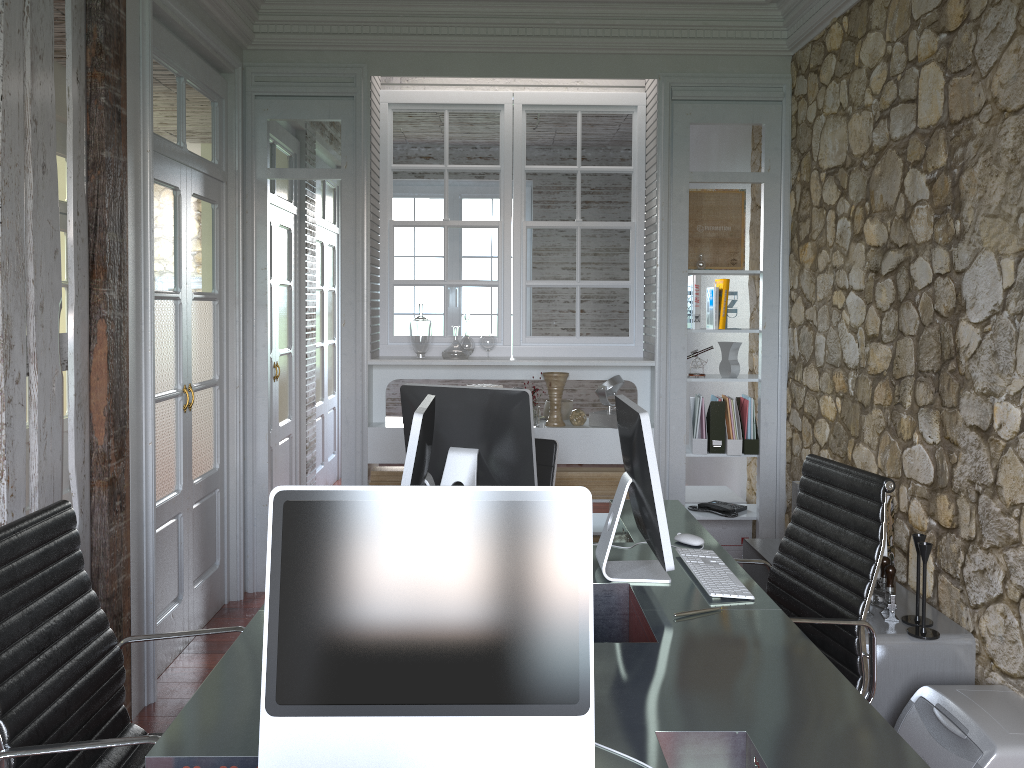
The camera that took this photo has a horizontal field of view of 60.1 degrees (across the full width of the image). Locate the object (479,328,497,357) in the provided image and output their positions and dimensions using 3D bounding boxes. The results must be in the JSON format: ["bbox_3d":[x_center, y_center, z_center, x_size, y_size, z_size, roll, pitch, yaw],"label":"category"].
[{"bbox_3d":[-0.131,-0.213,4.835,0.094,0.187,0.094,-1,3,-27],"label":"object"}]

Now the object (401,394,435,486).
[{"bbox_3d":[-0.251,0.293,2.474,0.189,0.484,0.485,0,3,-1],"label":"object"}]

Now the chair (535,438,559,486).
[{"bbox_3d":[-0.126,0.707,3.645,0.475,0.917,0.602,2,3,29],"label":"chair"}]

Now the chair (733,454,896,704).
[{"bbox_3d":[0.718,0.755,2.567,0.699,1.021,0.667,0,3,-6],"label":"chair"}]

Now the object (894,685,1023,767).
[{"bbox_3d":[1.290,1.086,2.455,0.362,0.386,0.401,0,4,-1],"label":"object"}]

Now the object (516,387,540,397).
[{"bbox_3d":[0.034,0.119,4.806,0.158,0.179,0.384,2,5,25],"label":"object"}]

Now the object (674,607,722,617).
[{"bbox_3d":[0.460,0.560,2.180,0.149,0.011,0.011,-2,4,-25],"label":"object"}]

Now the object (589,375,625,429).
[{"bbox_3d":[0.523,0.086,4.699,0.167,0.272,0.188,2,3,34],"label":"object"}]

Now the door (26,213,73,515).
[{"bbox_3d":[-2.973,-0.060,5.523,0.041,2.082,1.079,0,3,-1],"label":"door"}]

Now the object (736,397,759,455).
[{"bbox_3d":[1.261,0.221,4.751,0.078,0.277,0.239,0,3,3],"label":"object"}]

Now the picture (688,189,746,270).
[{"bbox_3d":[1.080,-0.820,4.714,0.326,0.434,0.009,0,2,-1],"label":"picture"}]

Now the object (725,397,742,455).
[{"bbox_3d":[1.173,0.222,4.734,0.078,0.277,0.239,1,3,5],"label":"object"}]

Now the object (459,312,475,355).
[{"bbox_3d":[-0.244,-0.252,4.786,0.088,0.271,0.088,0,2,-6],"label":"object"}]

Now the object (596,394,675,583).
[{"bbox_3d":[0.342,0.293,2.511,0.189,0.484,0.485,0,3,-1],"label":"object"}]

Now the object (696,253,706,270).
[{"bbox_3d":[0.989,-0.641,4.633,0.056,0.089,0.056,0,3,2],"label":"object"}]

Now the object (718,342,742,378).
[{"bbox_3d":[1.163,-0.129,4.730,0.063,0.188,0.126,-1,3,-29],"label":"object"}]

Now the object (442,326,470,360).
[{"bbox_3d":[-0.296,-0.206,4.667,0.148,0.200,0.148,-1,3,-19],"label":"object"}]

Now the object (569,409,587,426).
[{"bbox_3d":[0.349,0.176,4.699,0.093,0.087,0.091,3,4,35],"label":"object"}]

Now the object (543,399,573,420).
[{"bbox_3d":[0.259,0.122,4.940,0.159,0.152,0.217,-1,4,-16],"label":"object"}]

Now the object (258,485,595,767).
[{"bbox_3d":[-0.122,0.395,1.338,0.483,0.484,0.190,0,2,-1],"label":"object"}]

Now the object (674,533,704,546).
[{"bbox_3d":[0.564,0.493,2.824,0.059,0.028,0.106,-3,6,-40],"label":"object"}]

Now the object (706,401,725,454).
[{"bbox_3d":[1.089,0.219,4.769,0.078,0.277,0.246,0,3,4],"label":"object"}]

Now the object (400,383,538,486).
[{"bbox_3d":[-0.159,0.249,2.977,0.484,0.484,0.190,2,3,24],"label":"object"}]

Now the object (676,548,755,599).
[{"bbox_3d":[0.563,0.529,2.497,0.118,0.017,0.440,0,5,-1],"label":"object"}]

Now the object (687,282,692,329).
[{"bbox_3d":[0.916,-0.422,4.769,0.078,0.249,0.115,0,2,-1],"label":"object"}]

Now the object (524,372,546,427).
[{"bbox_3d":[0.119,0.080,4.637,0.128,0.287,0.129,-1,3,-34],"label":"object"}]

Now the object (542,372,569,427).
[{"bbox_3d":[0.230,0.081,4.688,0.143,0.278,0.144,1,3,13],"label":"object"}]

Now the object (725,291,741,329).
[{"bbox_3d":[1.184,-0.421,4.775,0.078,0.249,0.115,0,2,-1],"label":"object"}]

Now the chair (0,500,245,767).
[{"bbox_3d":[-0.781,0.805,1.899,0.699,1.021,0.667,0,3,-7],"label":"chair"}]

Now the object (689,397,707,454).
[{"bbox_3d":[0.999,0.219,4.754,0.078,0.277,0.239,1,3,7],"label":"object"}]

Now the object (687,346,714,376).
[{"bbox_3d":[0.973,-0.125,4.699,0.177,0.161,0.093,2,3,27],"label":"object"}]

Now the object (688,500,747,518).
[{"bbox_3d":[1.132,0.668,4.817,0.294,0.040,0.238,5,7,44],"label":"object"}]
